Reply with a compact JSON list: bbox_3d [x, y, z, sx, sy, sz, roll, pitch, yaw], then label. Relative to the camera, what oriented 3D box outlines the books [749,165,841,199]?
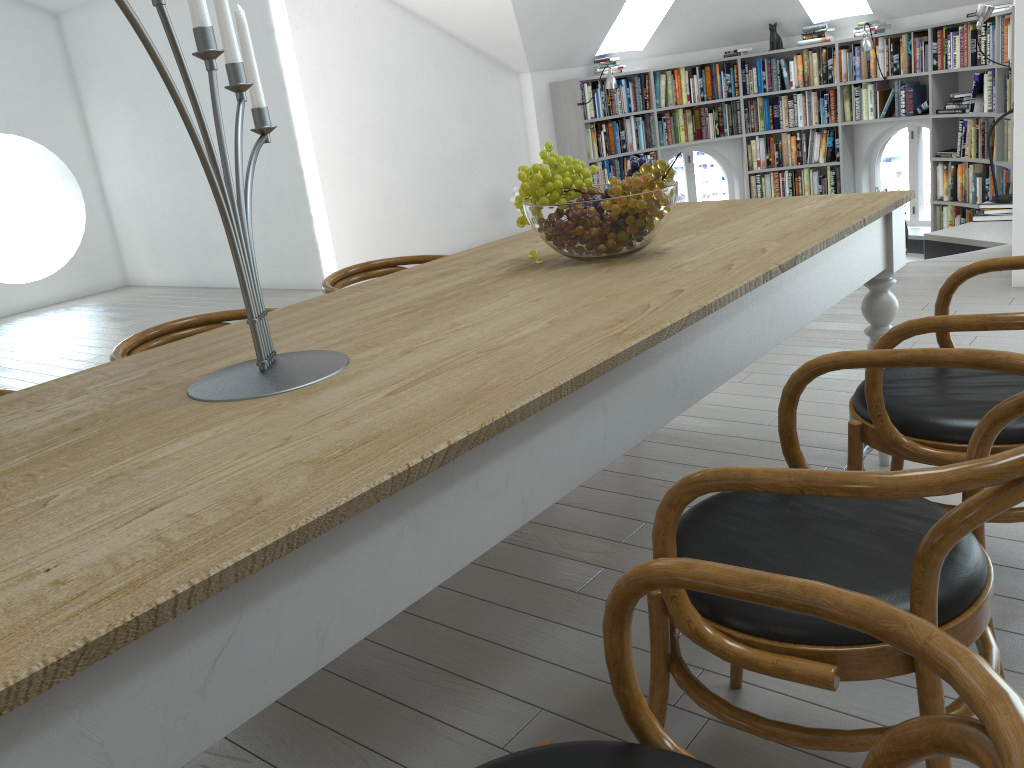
[{"bbox_3d":[2.986,-2.064,9.221,1.031,0.355,0.295,0,18,25],"label":"books"}]

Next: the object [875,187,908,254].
[{"bbox_3d":[2.310,-0.952,5.559,0.320,0.558,0.323,-4,16,14],"label":"object"}]

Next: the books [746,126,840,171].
[{"bbox_3d":[2.919,-2.429,9.123,0.997,0.349,0.300,-1,18,24],"label":"books"}]

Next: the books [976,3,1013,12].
[{"bbox_3d":[3.961,-3.080,7.257,0.233,0.027,0.249,-4,17,13],"label":"books"}]

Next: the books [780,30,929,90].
[{"bbox_3d":[3.339,-3.107,8.509,1.569,0.364,0.396,9,24,44],"label":"books"}]

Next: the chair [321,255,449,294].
[{"bbox_3d":[-0.272,-0.035,2.949,0.622,0.729,0.530,7,22,42],"label":"chair"}]

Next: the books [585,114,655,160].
[{"bbox_3d":[1.003,-2.494,8.960,1.093,0.345,0.304,-19,19,-32],"label":"books"}]

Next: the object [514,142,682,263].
[{"bbox_3d":[0.193,-0.436,2.076,0.393,0.282,0.295,-7,16,5],"label":"object"}]

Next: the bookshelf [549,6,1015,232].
[{"bbox_3d":[2.810,-2.188,8.252,4.338,1.866,2.122,6,22,39],"label":"bookshelf"}]

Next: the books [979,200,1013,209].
[{"bbox_3d":[3.367,-1.231,6.016,0.287,0.031,0.270,-22,21,-37],"label":"books"}]

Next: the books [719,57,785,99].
[{"bbox_3d":[2.439,-3.145,9.095,0.682,0.343,0.267,-3,17,17],"label":"books"}]

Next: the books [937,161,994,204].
[{"bbox_3d":[4.078,-1.781,7.773,0.272,0.348,0.878,-10,17,-7],"label":"books"}]

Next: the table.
[{"bbox_3d":[-0.267,0.332,1.644,1.020,0.793,3.371,5,22,39],"label":"table"}]

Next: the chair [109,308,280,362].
[{"bbox_3d":[-0.691,0.199,2.394,0.622,0.729,0.531,5,21,39],"label":"chair"}]

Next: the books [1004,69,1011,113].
[{"bbox_3d":[3.856,-2.188,6.602,0.279,0.355,1.060,0,19,25],"label":"books"}]

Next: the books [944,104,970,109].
[{"bbox_3d":[4.011,-2.451,7.783,0.269,0.031,0.287,-12,17,-13],"label":"books"}]

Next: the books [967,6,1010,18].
[{"bbox_3d":[3.965,-3.053,7.264,0.316,0.036,0.339,-7,17,3],"label":"books"}]

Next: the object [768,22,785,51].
[{"bbox_3d":[2.648,-3.478,8.874,0.147,0.263,0.203,4,20,36],"label":"object"}]

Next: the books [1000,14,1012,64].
[{"bbox_3d":[3.808,-2.555,6.509,0.292,0.359,1.022,-2,18,22],"label":"books"}]

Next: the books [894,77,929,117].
[{"bbox_3d":[3.767,-2.656,8.174,0.225,0.338,0.400,-17,19,-28],"label":"books"}]

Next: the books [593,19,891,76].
[{"bbox_3d":[2.215,-3.347,8.803,2.812,0.172,0.754,-5,17,11],"label":"books"}]

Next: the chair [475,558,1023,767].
[{"bbox_3d":[0.115,0.581,0.776,0.622,0.729,0.530,7,22,42],"label":"chair"}]

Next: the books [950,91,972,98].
[{"bbox_3d":[3.998,-2.540,7.759,0.269,0.031,0.288,-2,18,20],"label":"books"}]

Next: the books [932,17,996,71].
[{"bbox_3d":[3.922,-2.866,7.449,0.306,0.364,0.976,-10,17,-5],"label":"books"}]

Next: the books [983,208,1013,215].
[{"bbox_3d":[3.372,-1.200,6.024,0.286,0.034,0.307,2,20,30],"label":"books"}]

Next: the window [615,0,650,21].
[{"bbox_3d":[2.563,-3.864,7.781,4.060,0.708,1.945,6,22,39],"label":"window"}]

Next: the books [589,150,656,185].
[{"bbox_3d":[1.059,-2.123,9.013,1.024,0.356,0.261,-19,19,-31],"label":"books"}]

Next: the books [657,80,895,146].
[{"bbox_3d":[2.626,-2.734,8.982,2.528,0.368,0.595,-2,18,21],"label":"books"}]

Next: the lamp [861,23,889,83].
[{"bbox_3d":[3.336,-3.038,8.167,0.359,0.562,0.113,-22,21,-40],"label":"lamp"}]

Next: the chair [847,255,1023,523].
[{"bbox_3d":[1.015,0.122,1.833,0.622,0.729,0.531,5,21,39],"label":"chair"}]

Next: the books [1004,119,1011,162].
[{"bbox_3d":[3.914,-1.822,6.696,0.275,0.345,1.029,-1,19,25],"label":"books"}]

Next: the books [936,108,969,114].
[{"bbox_3d":[4.016,-2.420,7.792,0.366,0.042,0.391,-11,17,-9],"label":"books"}]

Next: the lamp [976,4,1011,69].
[{"bbox_3d":[3.597,-2.562,6.574,0.275,0.521,0.113,1,18,31],"label":"lamp"}]

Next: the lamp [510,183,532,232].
[{"bbox_3d":[0.165,-1.574,8.062,0.305,0.521,0.308,1,18,28],"label":"lamp"}]

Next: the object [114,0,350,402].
[{"bbox_3d":[-0.479,-0.403,1.293,0.265,0.868,0.781,-4,17,15],"label":"object"}]

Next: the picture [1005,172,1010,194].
[{"bbox_3d":[3.727,-1.133,6.724,0.090,0.856,0.583,1,18,30],"label":"picture"}]

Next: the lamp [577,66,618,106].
[{"bbox_3d":[0.801,-2.811,8.347,0.414,0.309,0.117,4,20,36],"label":"lamp"}]

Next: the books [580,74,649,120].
[{"bbox_3d":[0.942,-2.853,8.837,1.037,0.358,0.301,-19,19,-31],"label":"books"}]

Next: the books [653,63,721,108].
[{"bbox_3d":[1.762,-3.070,9.134,0.793,0.370,0.271,-10,16,-5],"label":"books"}]

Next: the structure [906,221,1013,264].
[{"bbox_3d":[2.063,-1.027,7.453,4.710,0.688,4.745,-9,17,-4],"label":"structure"}]

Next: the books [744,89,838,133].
[{"bbox_3d":[2.883,-2.802,9.058,1.028,0.356,0.303,0,18,26],"label":"books"}]

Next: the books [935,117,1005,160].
[{"bbox_3d":[4.027,-2.118,7.588,0.252,0.349,0.981,-10,17,-6],"label":"books"}]

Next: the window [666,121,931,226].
[{"bbox_3d":[3.000,-2.101,9.311,3.230,1.142,0.622,0,18,26],"label":"window"}]

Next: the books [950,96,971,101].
[{"bbox_3d":[4.003,-2.510,7.767,0.213,0.036,0.228,-8,17,1],"label":"books"}]

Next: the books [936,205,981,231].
[{"bbox_3d":[4.113,-1.349,7.596,0.359,0.309,1.509,-7,17,3],"label":"books"}]

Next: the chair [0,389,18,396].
[{"bbox_3d":[-1.154,0.428,1.875,0.622,0.729,0.531,3,20,35],"label":"chair"}]

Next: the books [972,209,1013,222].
[{"bbox_3d":[3.377,-1.166,6.034,0.366,0.042,0.390,6,22,39],"label":"books"}]

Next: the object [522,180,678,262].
[{"bbox_3d":[0.212,-0.369,2.067,0.360,0.158,0.363,-2,18,20],"label":"object"}]

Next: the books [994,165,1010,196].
[{"bbox_3d":[3.980,-1.484,6.864,0.303,0.356,1.194,-2,18,21],"label":"books"}]

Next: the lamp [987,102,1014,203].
[{"bbox_3d":[3.343,-1.551,5.897,0.234,0.655,0.324,-19,19,-32],"label":"lamp"}]

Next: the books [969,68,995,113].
[{"bbox_3d":[4.028,-2.429,7.301,0.256,0.348,0.557,-9,17,-2],"label":"books"}]

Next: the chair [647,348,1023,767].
[{"bbox_3d":[0.519,0.346,1.344,0.622,0.729,0.531,4,20,36],"label":"chair"}]

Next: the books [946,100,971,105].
[{"bbox_3d":[4.007,-2.480,7.775,0.269,0.031,0.288,-8,17,1],"label":"books"}]

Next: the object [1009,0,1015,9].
[{"bbox_3d":[3.812,-3.058,6.610,0.180,0.469,0.179,-21,20,-38],"label":"object"}]
